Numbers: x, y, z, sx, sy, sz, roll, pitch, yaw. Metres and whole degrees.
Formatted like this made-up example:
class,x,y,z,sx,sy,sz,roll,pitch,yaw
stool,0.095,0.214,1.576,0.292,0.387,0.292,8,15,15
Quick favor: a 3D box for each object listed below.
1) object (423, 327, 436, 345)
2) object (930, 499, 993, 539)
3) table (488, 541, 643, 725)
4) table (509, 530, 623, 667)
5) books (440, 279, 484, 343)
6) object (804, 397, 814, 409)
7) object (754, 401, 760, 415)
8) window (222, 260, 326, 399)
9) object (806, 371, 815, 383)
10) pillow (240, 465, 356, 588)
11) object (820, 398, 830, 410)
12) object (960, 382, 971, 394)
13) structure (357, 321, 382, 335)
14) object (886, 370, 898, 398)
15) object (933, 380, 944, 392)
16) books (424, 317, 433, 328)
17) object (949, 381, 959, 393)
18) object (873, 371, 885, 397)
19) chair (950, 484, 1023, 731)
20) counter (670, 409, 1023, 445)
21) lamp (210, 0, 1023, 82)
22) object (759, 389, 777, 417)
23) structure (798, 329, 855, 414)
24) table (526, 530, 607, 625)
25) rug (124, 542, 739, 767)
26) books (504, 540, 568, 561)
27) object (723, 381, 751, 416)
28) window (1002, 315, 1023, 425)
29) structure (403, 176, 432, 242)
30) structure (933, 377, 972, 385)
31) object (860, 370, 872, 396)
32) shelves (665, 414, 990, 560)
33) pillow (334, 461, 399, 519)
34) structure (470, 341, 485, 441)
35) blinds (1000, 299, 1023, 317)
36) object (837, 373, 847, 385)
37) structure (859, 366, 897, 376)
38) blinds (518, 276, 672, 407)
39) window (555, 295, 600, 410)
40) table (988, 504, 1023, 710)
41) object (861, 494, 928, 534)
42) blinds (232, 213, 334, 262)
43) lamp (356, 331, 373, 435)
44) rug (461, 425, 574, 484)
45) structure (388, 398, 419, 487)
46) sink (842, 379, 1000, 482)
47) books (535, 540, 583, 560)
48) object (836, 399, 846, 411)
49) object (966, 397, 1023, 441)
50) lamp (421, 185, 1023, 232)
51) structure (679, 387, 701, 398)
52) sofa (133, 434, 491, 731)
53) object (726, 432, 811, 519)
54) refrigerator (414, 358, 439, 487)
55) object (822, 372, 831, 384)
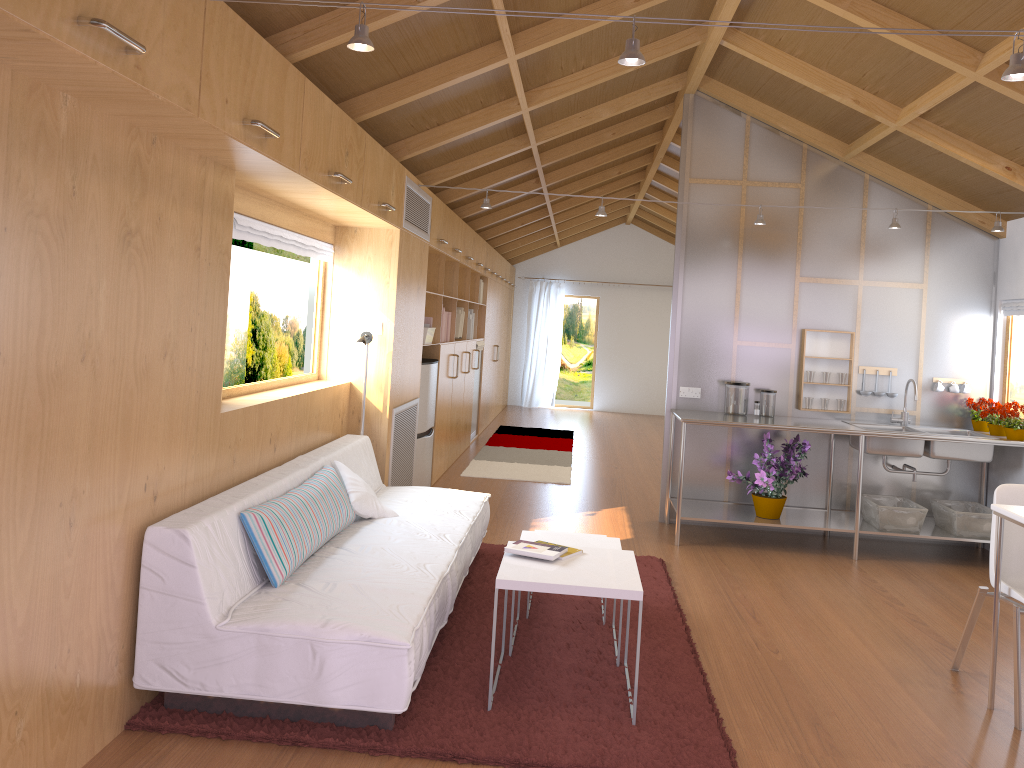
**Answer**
class,x,y,z,sx,sy,sz,roll,pitch,yaw
object,-0.687,-0.357,6.470,0.203,0.122,0.350,4,3,4
object,2.836,0.845,5.525,0.299,0.159,0.415,4,3,4
table,0.194,0.863,3.165,0.485,0.438,0.525,4,2,4
table,0.227,0.861,3.624,0.424,0.383,0.459,4,2,4
books,-0.526,-0.754,8.444,0.189,0.657,3.113,3,4,4
object,1.995,0.129,5.943,0.061,0.077,0.061,4,1,16
object,1.613,0.159,5.822,0.037,0.092,0.037,4,0,19
window,-1.176,-0.372,4.393,0.035,0.790,1.498,3,3,4
object,2.006,-0.048,5.944,0.061,0.077,0.061,4,1,16
pillow,-0.816,0.534,3.524,0.171,0.251,1.043,4,4,4
object,2.098,0.136,5.935,0.061,0.077,0.061,3,1,-22
object,3.023,0.025,5.886,0.059,0.080,0.062,4,1,4
structure,-0.823,-0.325,5.117,0.142,0.071,0.011,4,0,4
object,2.541,0.003,5.902,0.075,0.183,0.074,4,0,36
object,2.851,0.013,5.899,0.059,0.080,0.062,4,1,4
books,-0.678,-0.407,6.594,0.150,0.192,0.088,4,0,4
object,2.944,0.021,5.887,0.059,0.081,0.062,4,1,11
object,2.455,-0.003,5.908,0.075,0.183,0.074,4,0,36
chair,2.051,0.807,3.319,0.531,0.786,0.547,4,1,4
counter,2.110,0.270,5.658,2.110,0.021,0.650,4,4,4
lamp,1.076,-0.863,2.248,3.829,0.153,0.072,4,0,4
object,1.709,0.129,5.912,0.113,0.177,0.113,4,1,25
structure,2.113,-0.087,5.945,0.328,0.545,0.076,4,0,4
table,0.256,0.872,4.024,0.342,0.308,0.370,4,2,4
rug,-0.183,1.026,3.858,1.885,0.020,2.483,4,4,4
books,0.089,0.611,3.260,0.193,0.016,0.152,5,4,24
object,1.500,0.095,5.909,0.172,0.215,0.172,4,1,18
window,3.250,-0.133,5.502,0.026,0.795,0.725,3,1,4
structure,-0.596,-1.095,5.607,0.013,0.300,0.904,3,3,4
structure,2.945,-0.019,5.898,0.251,0.032,0.041,4,2,4
object,2.370,-0.008,5.915,0.075,0.183,0.074,4,0,36
shelves,2.086,0.664,5.655,2.093,0.753,0.633,4,1,4
pillow,-0.691,0.497,4.140,0.267,0.252,0.347,2,3,-32
structure,-0.512,0.054,9.627,0.316,1.079,0.725,3,1,4
blinds,3.230,-0.480,5.509,0.047,0.111,0.725,4,4,4
object,2.212,-0.035,5.928,0.061,0.077,0.061,3,1,-22
structure,2.464,-0.088,5.948,0.251,0.051,0.016,4,0,4
blinds,1.451,-0.587,13.797,2.848,2.037,0.233,4,0,4
window,0.902,-0.518,14.002,0.875,1.787,0.026,4,-1,4
table,2.317,0.882,2.778,1.209,0.743,0.900,4,2,4
object,2.384,0.815,5.560,0.299,0.159,0.415,4,3,4
blinds,-1.105,-0.708,4.393,0.047,0.111,1.499,4,4,4
lamp,-0.840,0.301,4.975,0.182,1.197,0.255,4,0,-20
rug,0.167,0.680,9.195,0.917,0.011,3.726,4,4,4
structure,-0.690,0.480,5.618,0.013,0.721,0.820,3,2,4
sink,2.578,0.293,5.648,0.810,0.641,0.564,4,1,4
books,0.145,0.626,3.325,0.193,0.016,0.152,6,5,34
object,2.202,0.143,5.927,0.061,0.077,0.061,3,1,-22
object,3.066,0.213,5.569,0.233,0.235,0.689,4,3,5
lamp,1.318,-1.069,5.431,3.829,0.153,0.072,4,0,4
structure,1.218,0.059,6.046,0.142,0.071,0.011,4,0,4
sofa,-0.625,0.691,3.787,0.863,0.628,2.357,4,4,4
object,1.644,0.569,5.576,0.524,0.553,0.352,3,1,-4
refrigerator,-0.713,0.319,6.474,0.262,0.987,0.713,3,1,4
object,2.109,-0.041,5.936,0.061,0.077,0.061,3,1,-22
